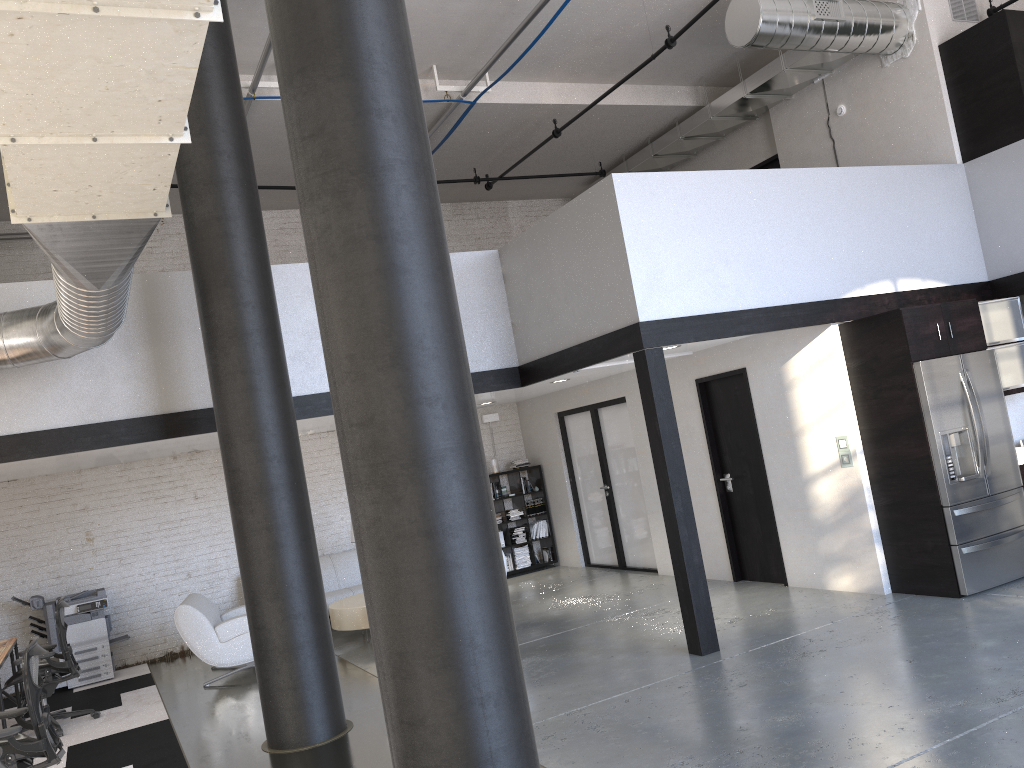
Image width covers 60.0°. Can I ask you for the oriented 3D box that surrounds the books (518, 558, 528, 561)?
[{"bbox_3d":[0.087,2.335,11.827,0.210,0.011,0.294,-8,-5,-26],"label":"books"}]

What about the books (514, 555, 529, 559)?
[{"bbox_3d":[0.084,2.306,11.833,0.208,0.013,0.298,-8,-4,-25],"label":"books"}]

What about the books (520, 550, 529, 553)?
[{"bbox_3d":[0.070,2.235,11.834,0.207,0.015,0.292,-8,-5,-26],"label":"books"}]

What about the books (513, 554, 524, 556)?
[{"bbox_3d":[0.076,2.275,11.849,0.208,0.012,0.295,-8,-4,-26],"label":"books"}]

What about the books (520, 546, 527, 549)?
[{"bbox_3d":[0.063,2.187,11.846,0.209,0.017,0.288,-8,-4,-24],"label":"books"}]

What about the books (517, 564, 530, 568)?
[{"bbox_3d":[0.101,2.418,11.832,0.208,0.008,0.292,-8,-4,-25],"label":"books"}]

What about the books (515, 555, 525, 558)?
[{"bbox_3d":[0.079,2.291,11.849,0.207,0.013,0.292,-8,-5,-26],"label":"books"}]

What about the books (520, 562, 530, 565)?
[{"bbox_3d":[0.097,2.391,11.827,0.207,0.009,0.304,-8,-5,-26],"label":"books"}]

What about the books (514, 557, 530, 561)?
[{"bbox_3d":[0.086,2.329,11.825,0.207,0.011,0.292,-8,-4,-25],"label":"books"}]

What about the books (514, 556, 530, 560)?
[{"bbox_3d":[0.085,2.318,11.827,0.208,0.013,0.293,-8,-5,-26],"label":"books"}]

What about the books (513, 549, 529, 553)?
[{"bbox_3d":[0.072,2.228,11.833,0.210,0.017,0.292,-8,-5,-28],"label":"books"}]

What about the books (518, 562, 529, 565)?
[{"bbox_3d":[0.096,2.385,11.826,0.209,0.009,0.296,-8,-4,-25],"label":"books"}]

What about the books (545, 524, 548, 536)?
[{"bbox_3d":[0.448,1.972,11.975,0.023,0.172,0.112,-8,-4,-31],"label":"books"}]

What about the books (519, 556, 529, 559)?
[{"bbox_3d":[0.085,2.311,11.825,0.209,0.015,0.299,-8,-5,-27],"label":"books"}]

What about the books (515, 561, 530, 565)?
[{"bbox_3d":[0.094,2.380,11.823,0.209,0.010,0.280,-8,-5,-26],"label":"books"}]

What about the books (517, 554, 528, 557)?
[{"bbox_3d":[0.082,2.285,11.847,0.207,0.012,0.294,-8,-4,-23],"label":"books"}]

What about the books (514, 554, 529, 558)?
[{"bbox_3d":[0.080,2.296,11.842,0.210,0.012,0.295,-8,-5,-26],"label":"books"}]

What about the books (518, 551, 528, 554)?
[{"bbox_3d":[0.070,2.247,11.835,0.207,0.013,0.293,-8,-4,-25],"label":"books"}]

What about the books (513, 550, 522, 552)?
[{"bbox_3d":[0.063,2.214,11.844,0.207,0.017,0.303,-8,-5,-27],"label":"books"}]

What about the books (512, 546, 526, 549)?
[{"bbox_3d":[0.064,2.181,11.852,0.208,0.018,0.303,-8,-4,-25],"label":"books"}]

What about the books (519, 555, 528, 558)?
[{"bbox_3d":[0.081,2.301,11.839,0.210,0.012,0.292,-8,-5,-26],"label":"books"}]

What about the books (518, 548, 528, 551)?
[{"bbox_3d":[0.066,2.208,11.838,0.207,0.017,0.305,-8,-4,-24],"label":"books"}]

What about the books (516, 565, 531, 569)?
[{"bbox_3d":[0.101,2.434,11.821,0.208,0.008,0.296,-8,-5,-26],"label":"books"}]

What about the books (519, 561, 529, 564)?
[{"bbox_3d":[0.095,2.375,11.825,0.207,0.013,0.295,-8,-5,-27],"label":"books"}]

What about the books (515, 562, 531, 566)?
[{"bbox_3d":[0.098,2.396,11.829,0.208,0.009,0.300,-8,-5,-27],"label":"books"}]

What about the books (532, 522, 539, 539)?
[{"bbox_3d":[0.302,1.975,11.948,0.097,0.215,0.141,-9,-4,-26],"label":"books"}]

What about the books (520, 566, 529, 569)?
[{"bbox_3d":[0.102,2.440,11.824,0.209,0.007,0.304,-8,-4,-25],"label":"books"}]

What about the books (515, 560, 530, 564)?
[{"bbox_3d":[0.095,2.367,11.819,0.209,0.012,0.294,-8,-5,-27],"label":"books"}]

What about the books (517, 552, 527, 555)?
[{"bbox_3d":[0.074,2.258,11.839,0.210,0.013,0.303,-8,-5,-27],"label":"books"}]

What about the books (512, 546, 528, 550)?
[{"bbox_3d":[0.064,2.192,11.844,0.210,0.017,0.297,-8,-4,-25],"label":"books"}]

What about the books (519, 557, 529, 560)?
[{"bbox_3d":[0.085,2.324,11.824,0.207,0.012,0.277,-8,-5,-26],"label":"books"}]

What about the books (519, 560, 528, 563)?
[{"bbox_3d":[0.088,2.363,11.828,0.209,0.009,0.293,-8,-5,-26],"label":"books"}]

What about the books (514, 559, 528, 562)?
[{"bbox_3d":[0.091,2.346,11.829,0.206,0.010,0.290,-8,-4,-23],"label":"books"}]

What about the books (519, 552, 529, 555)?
[{"bbox_3d":[0.074,2.263,11.844,0.209,0.014,0.304,-8,-5,-28],"label":"books"}]

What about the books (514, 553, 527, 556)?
[{"bbox_3d":[0.079,2.268,11.845,0.210,0.013,0.301,-8,-5,-27],"label":"books"}]

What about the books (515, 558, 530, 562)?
[{"bbox_3d":[0.087,2.341,11.827,0.209,0.010,0.295,-8,-4,-25],"label":"books"}]

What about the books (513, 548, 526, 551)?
[{"bbox_3d":[0.062,2.203,11.839,0.207,0.016,0.299,-8,-5,-26],"label":"books"}]

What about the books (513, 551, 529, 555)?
[{"bbox_3d":[0.072,2.253,11.836,0.209,0.013,0.297,-8,-4,-25],"label":"books"}]

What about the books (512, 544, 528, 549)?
[{"bbox_3d":[0.064,2.173,11.849,0.207,0.021,0.301,-8,-5,-27],"label":"books"}]

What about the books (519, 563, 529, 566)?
[{"bbox_3d":[0.100,2.401,11.828,0.206,0.009,0.301,-8,-5,-28],"label":"books"}]

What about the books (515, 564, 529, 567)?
[{"bbox_3d":[0.097,2.413,11.827,0.209,0.008,0.297,-8,-5,-26],"label":"books"}]

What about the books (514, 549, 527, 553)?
[{"bbox_3d":[0.067,2.225,11.846,0.210,0.016,0.296,-8,-4,-25],"label":"books"}]

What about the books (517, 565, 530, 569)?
[{"bbox_3d":[0.101,2.429,11.828,0.209,0.008,0.296,-8,-4,-25],"label":"books"}]

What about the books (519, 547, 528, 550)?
[{"bbox_3d":[0.063,2.198,11.840,0.208,0.017,0.296,-8,-5,-26],"label":"books"}]

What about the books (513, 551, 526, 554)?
[{"bbox_3d":[0.069,2.241,11.831,0.206,0.014,0.276,-8,-5,-26],"label":"books"}]

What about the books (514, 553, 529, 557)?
[{"bbox_3d":[0.079,2.280,11.850,0.206,0.012,0.296,-8,-4,-24],"label":"books"}]

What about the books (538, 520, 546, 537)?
[{"bbox_3d":[0.401,1.957,11.999,0.097,0.225,0.162,-9,-4,-26],"label":"books"}]

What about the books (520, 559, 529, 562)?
[{"bbox_3d":[0.087,2.352,11.829,0.207,0.010,0.293,-8,-5,-26],"label":"books"}]

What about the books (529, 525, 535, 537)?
[{"bbox_3d":[0.245,1.993,11.917,0.118,0.194,0.149,-8,-4,-26],"label":"books"}]

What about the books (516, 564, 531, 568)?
[{"bbox_3d":[0.107,2.423,11.829,0.206,0.009,0.295,-8,-4,-23],"label":"books"}]

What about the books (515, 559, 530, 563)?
[{"bbox_3d":[0.088,2.358,11.827,0.209,0.010,0.296,-8,-5,-27],"label":"books"}]

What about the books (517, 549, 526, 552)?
[{"bbox_3d":[0.065,2.220,11.845,0.210,0.015,0.295,-8,-5,-27],"label":"books"}]

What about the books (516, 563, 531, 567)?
[{"bbox_3d":[0.102,2.407,11.828,0.210,0.009,0.300,-8,-5,-26],"label":"books"}]

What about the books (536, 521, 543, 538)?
[{"bbox_3d":[0.363,1.963,11.987,0.086,0.222,0.160,-9,-4,-26],"label":"books"}]
